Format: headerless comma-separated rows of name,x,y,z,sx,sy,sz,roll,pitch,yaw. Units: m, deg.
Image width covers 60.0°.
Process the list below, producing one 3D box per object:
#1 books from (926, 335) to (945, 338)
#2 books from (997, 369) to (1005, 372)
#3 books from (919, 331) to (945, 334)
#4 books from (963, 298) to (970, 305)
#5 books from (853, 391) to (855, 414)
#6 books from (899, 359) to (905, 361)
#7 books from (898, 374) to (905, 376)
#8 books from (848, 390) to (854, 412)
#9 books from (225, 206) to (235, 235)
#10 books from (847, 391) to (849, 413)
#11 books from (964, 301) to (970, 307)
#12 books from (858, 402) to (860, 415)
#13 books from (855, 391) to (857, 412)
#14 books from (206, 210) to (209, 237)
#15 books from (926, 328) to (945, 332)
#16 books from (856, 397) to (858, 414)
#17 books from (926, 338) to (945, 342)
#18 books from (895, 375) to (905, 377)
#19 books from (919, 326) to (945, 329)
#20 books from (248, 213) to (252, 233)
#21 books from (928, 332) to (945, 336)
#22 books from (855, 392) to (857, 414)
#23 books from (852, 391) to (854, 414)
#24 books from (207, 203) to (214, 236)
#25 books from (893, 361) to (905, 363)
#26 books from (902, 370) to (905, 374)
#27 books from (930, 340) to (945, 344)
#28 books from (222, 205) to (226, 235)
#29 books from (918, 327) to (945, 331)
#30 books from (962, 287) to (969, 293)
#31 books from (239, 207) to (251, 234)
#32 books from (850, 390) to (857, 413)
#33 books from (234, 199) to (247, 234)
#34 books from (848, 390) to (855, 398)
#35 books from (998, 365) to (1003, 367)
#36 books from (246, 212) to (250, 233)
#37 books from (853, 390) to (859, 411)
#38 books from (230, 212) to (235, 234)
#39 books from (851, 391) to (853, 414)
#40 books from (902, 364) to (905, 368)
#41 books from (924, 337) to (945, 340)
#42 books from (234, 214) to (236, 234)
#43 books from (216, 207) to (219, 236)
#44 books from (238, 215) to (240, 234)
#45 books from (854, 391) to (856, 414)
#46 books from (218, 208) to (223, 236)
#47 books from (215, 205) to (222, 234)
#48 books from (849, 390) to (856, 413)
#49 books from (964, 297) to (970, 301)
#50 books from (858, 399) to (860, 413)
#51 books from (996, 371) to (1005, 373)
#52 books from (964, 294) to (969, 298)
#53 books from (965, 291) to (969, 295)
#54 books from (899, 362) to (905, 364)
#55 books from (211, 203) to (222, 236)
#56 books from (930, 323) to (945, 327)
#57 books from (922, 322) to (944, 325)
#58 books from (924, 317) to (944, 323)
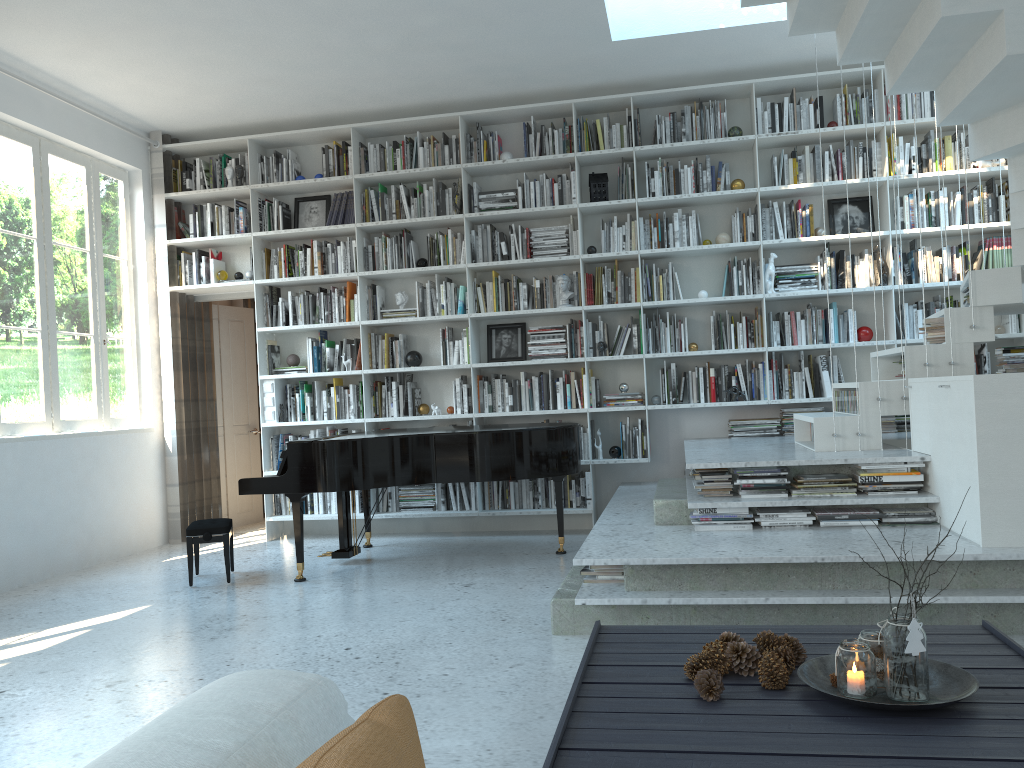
books,2.323,-0.254,4.667,0.222,0.011,0.180,-4,-1,42
books,3.212,-0.092,5.613,0.206,0.015,0.144,-3,-1,8
books,2.313,-0.277,4.658,0.146,0.006,0.295,-2,-1,-45
books,2.569,-0.456,4.827,0.191,0.014,0.243,-3,-1,24
books,1.908,0.096,4.778,0.125,0.125,0.008,-3,0,11
books,2.382,-0.144,5.195,0.161,0.012,0.195,-3,-1,8
books,2.380,-0.059,5.196,0.158,0.009,0.216,-3,-1,4
books,1.939,0.097,4.943,0.125,0.125,0.009,-3,0,11
books,-2.228,-1.274,7.065,0.030,0.251,0.165,-3,0,11
books,1.941,0.097,4.953,0.125,0.125,0.013,-3,0,11
books,2.571,-0.442,4.827,0.182,0.013,0.287,-3,-1,25
books,1.886,0.096,4.660,0.125,0.123,0.034,-3,0,11
books,1.897,0.095,4.718,0.125,0.125,0.008,-3,0,11
books,-2.400,-1.259,7.115,0.024,0.239,0.155,-3,0,11
books,2.323,-0.286,4.669,0.171,0.011,0.232,-2,-1,-43
books,1.895,0.095,4.709,0.125,0.125,0.011,-3,0,11
books,2.326,-0.236,4.669,0.215,0.013,0.189,-4,-1,43
books,2.373,-0.051,5.197,0.189,0.007,0.195,-3,-1,8
books,2.312,-0.303,4.658,0.146,0.007,0.295,-2,-1,-45
books,-2.042,-1.252,7.040,0.026,0.188,0.154,-3,-1,11
books,2.313,-0.267,4.657,0.214,0.014,0.138,-4,-1,38
books,1.898,0.095,4.726,0.125,0.125,0.007,-3,0,11
books,1.914,0.096,4.807,0.125,0.125,0.009,-3,0,11
books,-2.373,-1.284,7.083,0.021,0.286,0.179,-3,0,11
books,2.363,-0.134,5.199,0.198,0.006,0.188,-3,-1,7
books,2.194,-0.067,4.725,0.172,0.019,0.240,-3,-1,36
books,2.331,-0.223,4.673,0.206,0.012,0.183,-4,-1,38
books,-2.256,-1.277,7.070,0.025,0.261,0.167,-3,0,11
books,2.312,-0.295,4.657,0.295,0.007,0.146,-4,-1,41
books,2.570,-0.519,4.826,0.191,0.013,0.243,-3,-1,22
books,-2.101,-1.269,7.036,0.029,0.229,0.191,-3,-1,11
books,1.926,0.097,4.872,0.125,0.125,0.012,-3,0,11
books,-2.153,-1.304,7.052,0.012,0.303,0.189,-3,0,11
books,1.936,0.097,4.924,0.125,0.125,0.009,-3,0,11
books,3.210,-0.119,5.612,0.214,0.008,0.150,-3,-1,13
books,-2.067,-1.254,7.059,0.029,0.196,0.146,-3,-1,11
books,1.912,0.096,4.799,0.125,0.125,0.007,-3,0,11
books,-2.195,-1.256,7.077,0.028,0.212,0.138,-3,0,11
books,1.919,0.096,4.833,0.125,0.125,0.008,-3,0,11
books,2.388,-0.113,5.194,0.140,0.022,0.181,-3,-1,4
books,2.333,-0.246,4.677,0.254,0.007,0.189,-4,-1,38
books,-2.166,-1.250,7.080,0.029,0.197,0.144,-3,0,11
books,-2.305,-1.269,7.081,0.012,0.249,0.192,-3,-1,11
books,-2.126,-1.245,7.063,0.031,0.182,0.151,-3,-1,11
books,1.903,0.096,4.748,0.125,0.125,0.008,-3,0,11
books,-2.289,-1.267,7.079,0.021,0.244,0.173,-3,0,11
books,-2.318,-1.278,7.084,0.013,0.268,0.162,-3,0,11
books,1.929,0.097,4.890,0.125,0.125,0.009,-3,0,11
books,2.577,-0.468,4.824,0.187,0.009,0.261,-3,-1,21
books,1.885,0.097,4.652,0.125,0.123,0.035,-3,0,11
books,3.215,-0.080,5.627,0.234,0.008,0.118,-3,-1,9
books,2.576,-0.490,4.824,0.176,0.007,0.254,-3,-1,19
books,2.579,-0.509,4.823,0.174,0.009,0.240,-3,-1,20
books,2.381,-0.127,5.196,0.159,0.009,0.208,-3,-1,7
books,-2.342,-1.288,7.097,0.037,0.292,0.155,-3,0,11
books,2.323,-0.315,4.670,0.184,0.016,0.179,-4,-1,39
books,2.312,-0.325,4.659,0.254,0.005,0.161,-4,-1,43
books,2.317,-0.340,4.665,0.157,0.025,0.234,-2,-1,-42
